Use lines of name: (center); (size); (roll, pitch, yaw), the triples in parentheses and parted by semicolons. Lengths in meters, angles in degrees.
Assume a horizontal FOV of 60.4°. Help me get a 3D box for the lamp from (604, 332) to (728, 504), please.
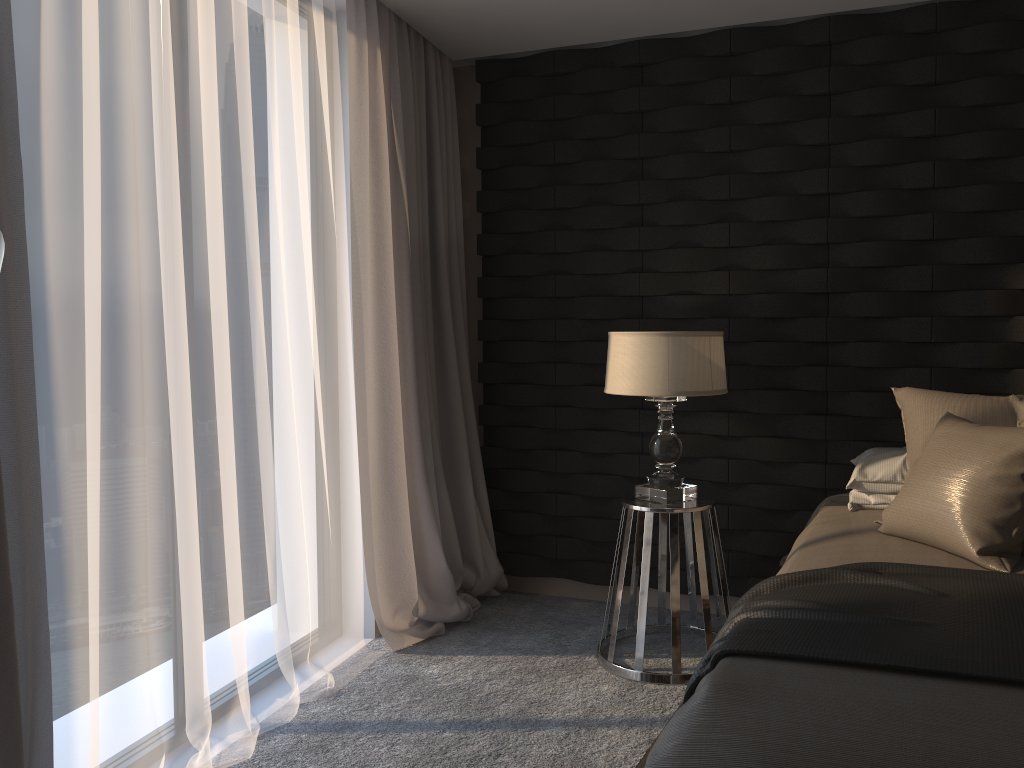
lamp: (0.579, 0.119, 3.318); (0.490, 0.630, 0.442); (-2, 4, -34)

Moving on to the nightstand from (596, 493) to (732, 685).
nightstand: (0.595, 0.736, 3.340); (0.522, 0.603, 0.579); (2, 4, 36)

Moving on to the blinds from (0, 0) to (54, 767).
blinds: (-1.043, -0.154, 1.255); (0.348, 2.640, 1.081); (1, 3, 18)

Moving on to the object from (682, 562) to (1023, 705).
object: (1.347, 0.638, 1.765); (1.975, 0.322, 0.642); (1, 3, 22)

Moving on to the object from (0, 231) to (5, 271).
object: (-0.594, 0.477, 0.917); (0.580, 1.405, 0.634); (1, 3, 16)

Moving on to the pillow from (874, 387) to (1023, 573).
pillow: (1.697, 0.213, 2.550); (1.206, 0.518, 0.937); (1, 3, 25)

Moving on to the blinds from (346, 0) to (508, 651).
blinds: (-0.314, -0.300, 3.667); (0.331, 2.639, 1.028); (0, 3, 17)

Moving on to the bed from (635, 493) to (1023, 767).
bed: (1.557, 0.791, 2.197); (2.201, 0.624, 2.387); (1, 4, 24)
